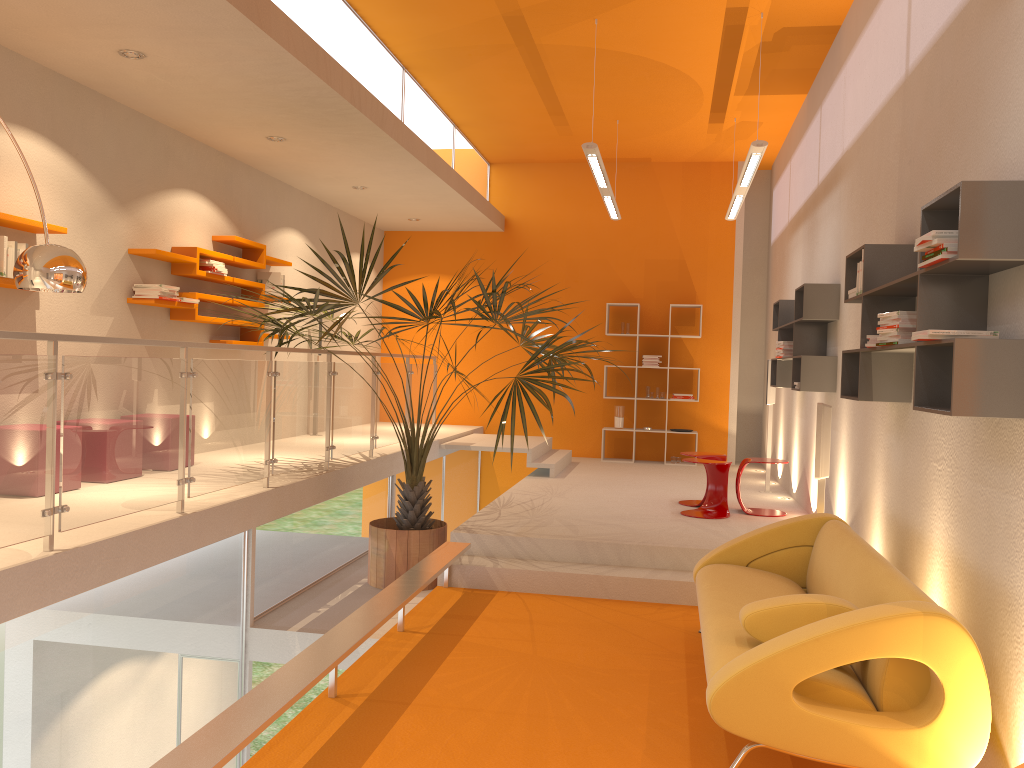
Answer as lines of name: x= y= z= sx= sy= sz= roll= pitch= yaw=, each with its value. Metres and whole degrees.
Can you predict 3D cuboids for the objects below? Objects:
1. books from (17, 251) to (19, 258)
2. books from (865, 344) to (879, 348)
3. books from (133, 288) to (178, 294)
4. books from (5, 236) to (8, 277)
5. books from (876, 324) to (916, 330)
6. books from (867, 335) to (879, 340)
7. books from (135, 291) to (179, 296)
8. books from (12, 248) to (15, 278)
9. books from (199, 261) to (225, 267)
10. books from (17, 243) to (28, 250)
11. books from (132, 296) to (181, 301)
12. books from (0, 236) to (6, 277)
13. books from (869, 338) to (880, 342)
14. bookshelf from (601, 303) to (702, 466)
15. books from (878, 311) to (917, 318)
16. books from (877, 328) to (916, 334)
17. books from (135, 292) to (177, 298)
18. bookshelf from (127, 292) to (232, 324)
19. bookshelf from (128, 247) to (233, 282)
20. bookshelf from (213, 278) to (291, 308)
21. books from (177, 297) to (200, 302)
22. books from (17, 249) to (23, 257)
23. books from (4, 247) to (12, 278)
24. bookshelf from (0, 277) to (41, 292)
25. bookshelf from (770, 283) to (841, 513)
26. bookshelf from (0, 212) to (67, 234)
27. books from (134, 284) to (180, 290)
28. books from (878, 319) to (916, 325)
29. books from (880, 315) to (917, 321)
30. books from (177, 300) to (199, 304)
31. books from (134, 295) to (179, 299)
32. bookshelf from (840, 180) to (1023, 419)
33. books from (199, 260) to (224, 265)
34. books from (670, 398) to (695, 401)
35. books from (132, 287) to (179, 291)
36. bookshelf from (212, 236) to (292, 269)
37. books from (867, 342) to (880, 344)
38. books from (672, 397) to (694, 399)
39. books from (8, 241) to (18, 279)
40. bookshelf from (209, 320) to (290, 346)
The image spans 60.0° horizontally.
books: x=-2.906 y=-0.679 z=5.050 sx=0.207 sy=0.156 sz=0.009 roll=2 pitch=1 yaw=10
books: x=1.804 y=-0.178 z=4.224 sx=0.210 sy=0.013 sz=0.297 roll=2 pitch=1 yaw=25
books: x=-2.627 y=-0.686 z=6.544 sx=0.230 sy=0.017 sz=0.227 roll=2 pitch=1 yaw=5
books: x=-2.932 y=-0.713 z=4.963 sx=0.230 sy=0.227 sz=0.017 roll=2 pitch=1 yaw=10
books: x=1.745 y=-0.244 z=3.868 sx=0.210 sy=0.013 sz=0.297 roll=2 pitch=1 yaw=5
books: x=1.805 y=-0.219 z=4.230 sx=0.190 sy=0.015 sz=0.254 roll=2 pitch=1 yaw=27
books: x=-2.615 y=-0.669 z=6.539 sx=0.190 sy=0.015 sz=0.254 roll=2 pitch=1 yaw=12
books: x=-2.924 y=-0.685 z=5.012 sx=0.230 sy=0.169 sz=0.027 roll=2 pitch=1 yaw=10
books: x=-2.501 y=-0.977 z=7.237 sx=0.190 sy=0.015 sz=0.254 roll=2 pitch=1 yaw=17
books: x=-2.891 y=-0.706 z=5.118 sx=0.207 sy=0.210 sz=0.021 roll=2 pitch=1 yaw=10
books: x=-2.619 y=-0.629 z=6.546 sx=0.210 sy=0.013 sz=0.297 roll=2 pitch=1 yaw=10
books: x=-2.928 y=-0.712 z=4.943 sx=0.230 sy=0.227 sz=0.017 roll=2 pitch=1 yaw=10
books: x=1.810 y=-0.204 z=4.236 sx=0.190 sy=0.015 sz=0.254 roll=2 pitch=1 yaw=21
bookshelf: x=2.384 y=1.340 z=10.229 sx=1.107 sy=4.600 sz=3.516 roll=1 pitch=1 yaw=-32
books: x=1.757 y=-0.300 z=3.869 sx=0.230 sy=0.017 sz=0.226 roll=2 pitch=1 yaw=0
books: x=1.754 y=-0.229 z=3.870 sx=0.230 sy=0.017 sz=0.226 roll=2 pitch=1 yaw=0
books: x=-2.620 y=-0.654 z=6.532 sx=0.190 sy=0.015 sz=0.254 roll=2 pitch=1 yaw=6
bookshelf: x=-2.588 y=-0.612 z=6.987 sx=0.220 sy=0.220 sz=1.150 roll=2 pitch=1 yaw=10
bookshelf: x=-2.577 y=-0.970 z=6.979 sx=0.220 sy=0.220 sz=1.150 roll=2 pitch=1 yaw=10
bookshelf: x=-2.374 y=-0.810 z=8.146 sx=0.220 sy=0.220 sz=1.150 roll=2 pitch=1 yaw=10
books: x=-2.575 y=-0.651 z=6.842 sx=0.226 sy=0.017 sz=0.230 roll=2 pitch=1 yaw=10
books: x=-2.905 y=-0.685 z=5.068 sx=0.230 sy=0.169 sz=0.027 roll=2 pitch=1 yaw=10
books: x=-2.921 y=-0.684 z=4.984 sx=0.230 sy=0.169 sz=0.027 roll=2 pitch=1 yaw=10
bookshelf: x=-2.959 y=-0.580 z=4.923 sx=0.220 sy=0.220 sz=1.150 roll=2 pitch=1 yaw=10
bookshelf: x=2.256 y=0.336 z=6.791 sx=0.322 sy=2.145 sz=3.370 roll=2 pitch=1 yaw=12
bookshelf: x=-2.947 y=-0.937 z=4.916 sx=0.220 sy=0.220 sz=1.150 roll=2 pitch=1 yaw=10
books: x=-2.624 y=-0.718 z=6.558 sx=0.226 sy=0.017 sz=0.230 roll=2 pitch=1 yaw=10
books: x=1.747 y=-0.269 z=3.882 sx=0.190 sy=0.015 sz=0.254 roll=2 pitch=1 yaw=1
books: x=1.744 y=-0.284 z=3.874 sx=0.190 sy=0.015 sz=0.254 roll=2 pitch=1 yaw=7
books: x=-2.582 y=-0.635 z=6.831 sx=0.254 sy=0.015 sz=0.190 roll=2 pitch=1 yaw=17
books: x=-2.620 y=-0.641 z=6.542 sx=0.190 sy=0.011 sz=0.268 roll=2 pitch=1 yaw=12
bookshelf: x=1.793 y=-0.297 z=3.938 sx=0.252 sy=0.790 sz=2.000 roll=2 pitch=1 yaw=10
books: x=-2.512 y=-0.993 z=7.243 sx=0.230 sy=0.017 sz=0.226 roll=2 pitch=1 yaw=10
books: x=2.133 y=0.191 z=11.108 sx=0.296 sy=0.013 sz=0.210 roll=2 pitch=1 yaw=10
books: x=-2.631 y=-0.702 z=6.546 sx=0.254 sy=0.015 sz=0.190 roll=2 pitch=1 yaw=17
bookshelf: x=-2.363 y=-1.166 z=8.138 sx=0.220 sy=0.220 sz=1.150 roll=2 pitch=1 yaw=10
books: x=1.807 y=-0.190 z=4.227 sx=0.190 sy=0.011 sz=0.268 roll=2 pitch=1 yaw=27
books: x=2.138 y=0.180 z=11.107 sx=0.268 sy=0.011 sz=0.190 roll=2 pitch=1 yaw=12
books: x=-2.907 y=-0.705 z=5.034 sx=0.207 sy=0.210 sz=0.021 roll=2 pitch=1 yaw=10
bookshelf: x=-2.385 y=-0.452 z=8.153 sx=0.220 sy=0.220 sz=1.150 roll=2 pitch=1 yaw=10
